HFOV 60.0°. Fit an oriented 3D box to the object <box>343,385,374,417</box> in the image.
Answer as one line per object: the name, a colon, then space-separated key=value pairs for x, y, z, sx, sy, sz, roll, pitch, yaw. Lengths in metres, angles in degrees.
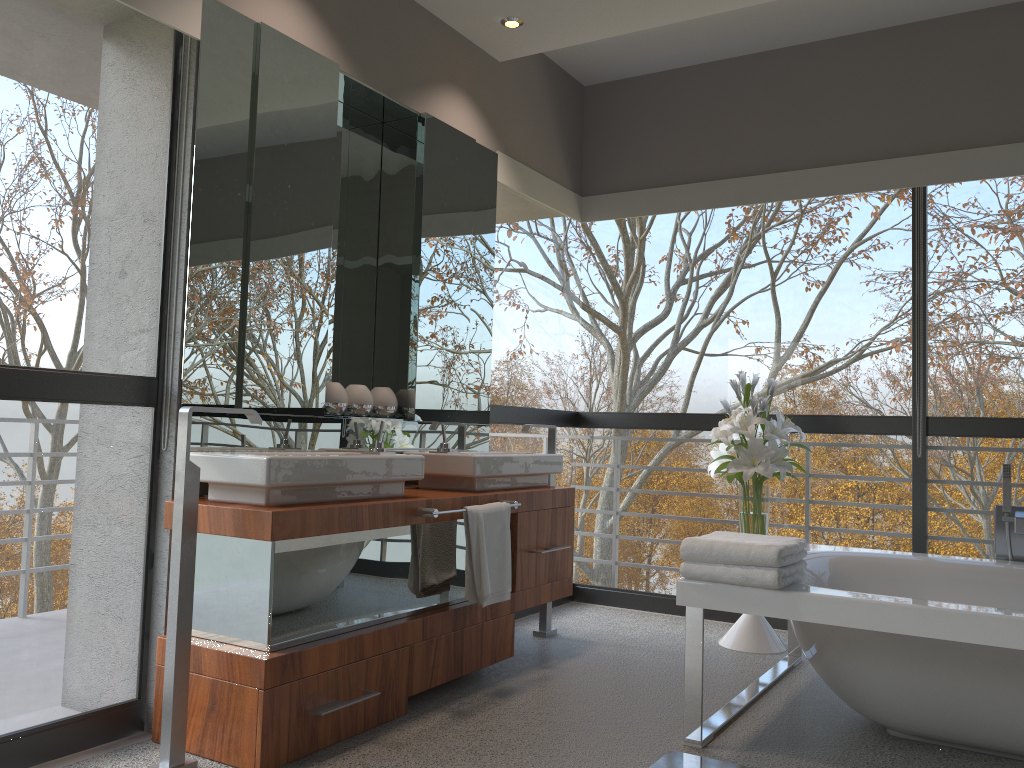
object: x=-0.627 y=0.069 z=3.582 sx=0.136 sy=0.131 sz=0.136 roll=3 pitch=-4 yaw=-17

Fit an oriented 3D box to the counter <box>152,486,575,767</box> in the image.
counter: x=-0.356 y=0.762 z=3.298 sx=0.524 sy=0.705 sz=1.847 roll=0 pitch=-4 yaw=31

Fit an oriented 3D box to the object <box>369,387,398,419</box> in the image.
object: x=-0.547 y=0.080 z=3.717 sx=0.136 sy=0.131 sz=0.136 roll=3 pitch=-4 yaw=-17

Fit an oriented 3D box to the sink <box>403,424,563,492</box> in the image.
sink: x=-0.105 y=0.313 z=3.826 sx=0.352 sy=0.266 sz=0.750 roll=0 pitch=-4 yaw=31

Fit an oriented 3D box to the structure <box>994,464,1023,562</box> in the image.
structure: x=2.038 y=0.752 z=3.338 sx=0.402 sy=0.885 sz=0.330 roll=-1 pitch=-4 yaw=31

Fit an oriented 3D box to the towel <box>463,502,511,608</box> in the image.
towel: x=-0.081 y=0.620 z=3.234 sx=0.079 sy=0.369 sz=0.302 roll=-1 pitch=-4 yaw=31

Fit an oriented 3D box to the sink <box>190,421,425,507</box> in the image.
sink: x=-0.648 y=0.245 z=2.916 sx=0.352 sy=0.266 sz=0.750 roll=0 pitch=-4 yaw=31

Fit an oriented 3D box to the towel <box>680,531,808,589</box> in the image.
towel: x=0.738 y=0.557 z=2.800 sx=0.322 sy=0.145 sz=0.305 roll=-1 pitch=-4 yaw=34

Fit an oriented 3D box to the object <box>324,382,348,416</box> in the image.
object: x=-0.706 y=0.059 z=3.450 sx=0.136 sy=0.131 sz=0.136 roll=3 pitch=-4 yaw=-17

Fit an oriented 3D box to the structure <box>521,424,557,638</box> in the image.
structure: x=0.122 y=0.685 z=4.139 sx=0.069 sy=0.989 sz=0.303 roll=-1 pitch=-4 yaw=31

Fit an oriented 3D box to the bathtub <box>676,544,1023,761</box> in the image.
bathtub: x=1.686 y=0.899 z=2.829 sx=1.958 sy=0.505 sz=1.327 roll=0 pitch=-4 yaw=31

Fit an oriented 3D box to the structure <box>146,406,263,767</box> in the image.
structure: x=-0.854 y=0.562 z=2.504 sx=0.069 sy=0.989 sz=0.303 roll=-1 pitch=-4 yaw=31

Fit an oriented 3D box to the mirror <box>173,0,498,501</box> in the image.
mirror: x=-0.642 y=-0.382 z=3.595 sx=0.253 sy=1.619 sz=1.789 roll=-1 pitch=-4 yaw=31

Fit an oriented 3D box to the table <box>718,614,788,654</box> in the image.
table: x=1.117 y=0.968 z=4.105 sx=0.307 sy=0.479 sz=0.307 roll=1 pitch=-4 yaw=15

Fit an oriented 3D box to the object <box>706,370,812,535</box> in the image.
object: x=1.121 y=0.332 z=4.150 sx=0.459 sy=0.796 sz=0.449 roll=4 pitch=-4 yaw=-32
